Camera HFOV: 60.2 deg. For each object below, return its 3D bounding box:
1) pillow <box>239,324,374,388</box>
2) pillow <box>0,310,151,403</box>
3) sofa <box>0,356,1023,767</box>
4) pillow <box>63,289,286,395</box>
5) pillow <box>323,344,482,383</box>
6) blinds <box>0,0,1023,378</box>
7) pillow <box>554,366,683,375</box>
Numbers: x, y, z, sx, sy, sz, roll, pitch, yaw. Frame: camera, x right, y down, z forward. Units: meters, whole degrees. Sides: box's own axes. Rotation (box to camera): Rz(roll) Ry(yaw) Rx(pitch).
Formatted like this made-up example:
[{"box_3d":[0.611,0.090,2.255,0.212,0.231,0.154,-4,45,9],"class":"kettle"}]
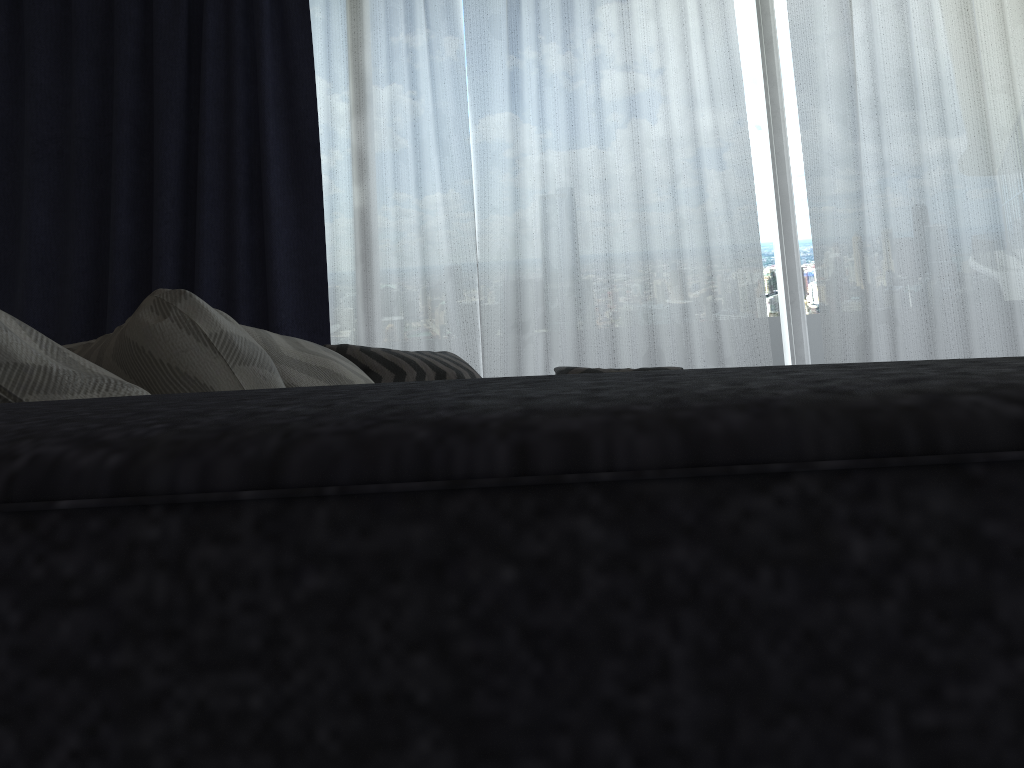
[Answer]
[{"box_3d":[-0.324,0.087,1.657,0.342,0.392,0.491,-4,-4,5],"class":"pillow"},{"box_3d":[-0.326,0.084,0.690,0.330,0.297,0.412,0,-5,-33],"class":"pillow"},{"box_3d":[0.333,0.241,1.474,1.897,0.614,2.851,-4,-3,5],"class":"sofa"},{"box_3d":[-0.326,0.088,0.973,0.280,0.355,0.415,2,-7,-42],"class":"pillow"},{"box_3d":[-0.234,0.139,2.572,0.353,0.523,0.596,-8,-6,36],"class":"pillow"},{"box_3d":[0.754,-0.904,0.797,7.127,2.800,5.758,-4,-3,9],"class":"blinds"},{"box_3d":[0.326,0.100,2.680,0.414,0.348,0.284,-4,-5,10],"class":"pillow"}]
